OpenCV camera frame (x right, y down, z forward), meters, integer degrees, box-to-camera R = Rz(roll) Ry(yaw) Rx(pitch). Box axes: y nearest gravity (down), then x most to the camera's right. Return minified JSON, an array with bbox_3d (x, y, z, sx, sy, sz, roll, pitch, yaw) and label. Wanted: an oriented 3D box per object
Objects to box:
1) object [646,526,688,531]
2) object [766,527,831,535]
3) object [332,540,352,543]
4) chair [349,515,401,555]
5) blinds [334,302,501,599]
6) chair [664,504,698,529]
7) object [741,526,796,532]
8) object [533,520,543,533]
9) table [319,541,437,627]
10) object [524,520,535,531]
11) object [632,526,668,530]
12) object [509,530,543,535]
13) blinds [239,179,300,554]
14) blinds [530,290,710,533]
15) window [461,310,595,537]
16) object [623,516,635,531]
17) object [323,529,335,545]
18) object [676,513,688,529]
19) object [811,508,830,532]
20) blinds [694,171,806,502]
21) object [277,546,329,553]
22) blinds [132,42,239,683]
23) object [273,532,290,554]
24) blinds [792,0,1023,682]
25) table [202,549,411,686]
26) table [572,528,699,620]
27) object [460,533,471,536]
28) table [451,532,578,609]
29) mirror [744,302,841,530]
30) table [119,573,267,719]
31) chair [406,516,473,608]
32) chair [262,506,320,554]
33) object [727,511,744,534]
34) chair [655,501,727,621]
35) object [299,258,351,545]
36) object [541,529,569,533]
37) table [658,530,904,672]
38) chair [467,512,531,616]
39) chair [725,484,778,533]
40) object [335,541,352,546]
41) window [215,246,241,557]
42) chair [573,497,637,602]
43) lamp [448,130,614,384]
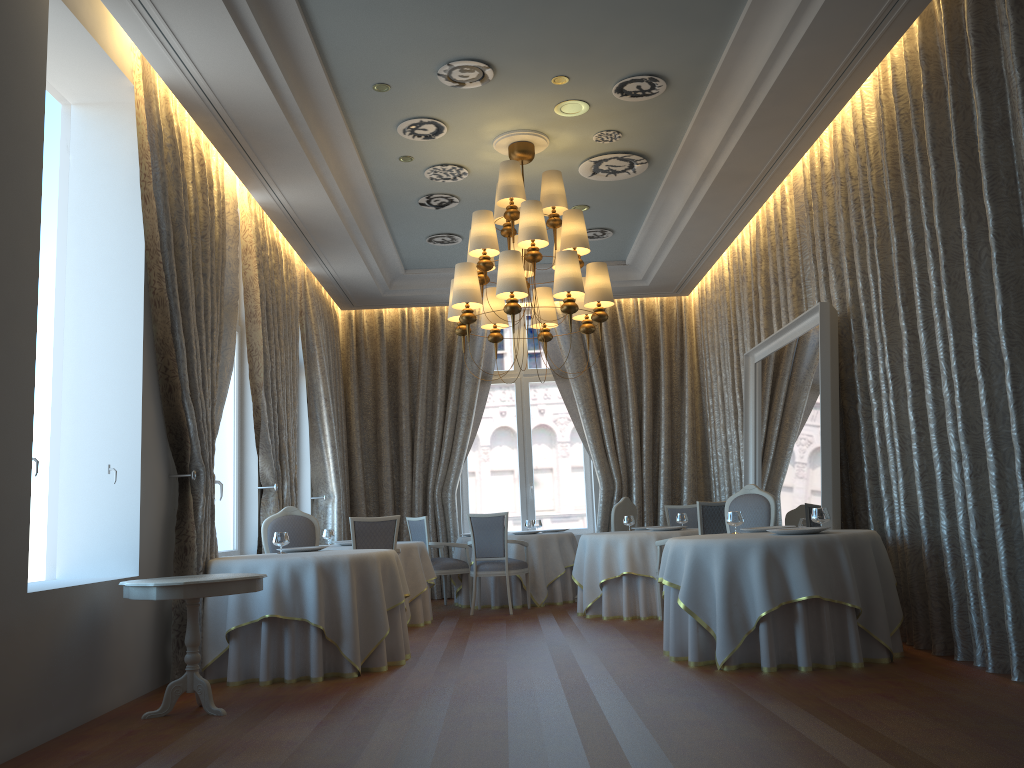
[{"bbox_3d":[1.589,1.483,9.095,0.419,0.036,0.419,-2,-9,-2],"label":"object"},{"bbox_3d":[1.940,0.994,6.004,0.419,0.036,0.419,-2,-9,-2],"label":"object"},{"bbox_3d":[-1.797,1.757,9.871,0.419,0.036,0.419,-2,-9,-2],"label":"object"},{"bbox_3d":[-1.363,1.807,8.339,0.650,1.108,0.629,2,-10,-26],"label":"chair"},{"bbox_3d":[-1.308,0.570,12.356,2.535,4.901,0.386,-2,-9,-1],"label":"blinds"},{"bbox_3d":[2.054,1.998,10.610,0.650,1.108,0.629,-6,-9,19],"label":"chair"},{"bbox_3d":[1.981,1.124,6.866,0.419,0.036,0.419,-2,-9,-2],"label":"object"},{"bbox_3d":[0.335,1.855,11.574,0.128,0.165,0.128,-2,-9,-1],"label":"object"},{"bbox_3d":[-1.631,2.141,9.363,1.667,0.890,1.663,-2,-9,-7],"label":"table"},{"bbox_3d":[0.221,1.795,11.151,0.128,0.165,0.128,-2,-9,-1],"label":"object"},{"bbox_3d":[1.542,1.609,9.904,0.419,0.036,0.419,-2,-9,-2],"label":"object"},{"bbox_3d":[0.175,1.812,10.821,0.419,0.036,0.419,-2,-9,-2],"label":"object"},{"bbox_3d":[-2.377,0.126,9.137,0.335,4.969,2.257,-2,-9,-1],"label":"blinds"},{"bbox_3d":[1.564,0.446,12.402,2.476,4.901,0.386,-2,-9,-1],"label":"blinds"},{"bbox_3d":[0.166,0.535,12.793,1.881,3.306,0.196,-2,-9,-1],"label":"window"},{"bbox_3d":[1.287,1.531,9.738,0.128,0.165,0.128,-2,-9,-1],"label":"object"},{"bbox_3d":[-1.992,1.665,9.640,0.128,0.165,0.128,-2,-9,-1],"label":"object"},{"bbox_3d":[1.797,1.450,9.362,0.128,0.165,0.128,-2,-9,-1],"label":"object"},{"bbox_3d":[2.177,0.956,6.249,0.128,0.165,0.128,-2,-9,-1],"label":"object"},{"bbox_3d":[2.708,0.058,10.323,0.238,4.819,4.439,-2,-9,-1],"label":"blinds"},{"bbox_3d":[-1.703,1.348,7.228,0.419,0.036,0.419,-2,-9,-2],"label":"object"},{"bbox_3d":[-2.373,-0.247,6.706,0.315,4.930,2.204,-2,-9,-1],"label":"blinds"},{"bbox_3d":[-1.803,1.242,6.927,0.128,0.165,0.128,0,-9,-19],"label":"object"},{"bbox_3d":[2.756,-0.606,6.002,0.238,4.819,4.439,-2,-9,-1],"label":"blinds"},{"bbox_3d":[-1.608,1.741,6.754,1.663,0.890,1.667,-1,-9,-12],"label":"table"},{"bbox_3d":[1.488,2.004,9.400,1.663,0.890,1.667,-5,-9,13],"label":"table"},{"bbox_3d":[-0.437,1.882,11.099,0.419,0.036,0.419,-2,-9,-2],"label":"object"},{"bbox_3d":[0.075,2.341,11.182,1.667,0.890,1.663,-5,-9,18],"label":"table"},{"bbox_3d":[2.466,0.784,7.981,0.385,2.564,2.251,-2,-9,-1],"label":"mirror"},{"bbox_3d":[-1.868,1.547,5.206,0.760,0.801,0.761,-9,-11,38],"label":"table"},{"bbox_3d":[-0.893,2.156,10.760,0.629,1.108,0.650,4,-11,-35],"label":"chair"},{"bbox_3d":[-1.828,1.656,7.585,0.563,1.233,0.690,2,-10,-26],"label":"chair"},{"bbox_3d":[1.689,1.048,6.703,0.128,0.165,0.128,-7,-10,29],"label":"object"},{"bbox_3d":[1.798,1.684,8.475,0.650,1.108,0.629,3,-10,-31],"label":"chair"},{"bbox_3d":[-2.337,0.501,11.294,0.386,4.901,2.121,-2,-9,-1],"label":"object"},{"bbox_3d":[0.530,1.869,11.300,0.419,0.036,0.419,-2,-9,-2],"label":"object"},{"bbox_3d":[1.899,1.523,6.376,1.663,0.890,1.667,-1,-9,-12],"label":"table"},{"bbox_3d":[-0.178,2.014,10.046,0.650,1.108,0.629,-5,-9,14],"label":"chair"},{"bbox_3d":[1.831,1.446,7.309,0.690,1.233,0.563,5,-11,-40],"label":"chair"},{"bbox_3d":[-1.583,1.610,8.976,0.419,0.036,0.419,-2,-9,-2],"label":"object"},{"bbox_3d":[-2.654,-0.084,7.905,0.259,3.306,1.882,-2,-9,-1],"label":"window"},{"bbox_3d":[1.145,2.007,10.772,0.690,1.233,0.563,-10,-11,39],"label":"chair"},{"bbox_3d":[0.128,-1.104,7.690,1.373,2.121,1.373,-9,-11,36],"label":"lamp"}]
